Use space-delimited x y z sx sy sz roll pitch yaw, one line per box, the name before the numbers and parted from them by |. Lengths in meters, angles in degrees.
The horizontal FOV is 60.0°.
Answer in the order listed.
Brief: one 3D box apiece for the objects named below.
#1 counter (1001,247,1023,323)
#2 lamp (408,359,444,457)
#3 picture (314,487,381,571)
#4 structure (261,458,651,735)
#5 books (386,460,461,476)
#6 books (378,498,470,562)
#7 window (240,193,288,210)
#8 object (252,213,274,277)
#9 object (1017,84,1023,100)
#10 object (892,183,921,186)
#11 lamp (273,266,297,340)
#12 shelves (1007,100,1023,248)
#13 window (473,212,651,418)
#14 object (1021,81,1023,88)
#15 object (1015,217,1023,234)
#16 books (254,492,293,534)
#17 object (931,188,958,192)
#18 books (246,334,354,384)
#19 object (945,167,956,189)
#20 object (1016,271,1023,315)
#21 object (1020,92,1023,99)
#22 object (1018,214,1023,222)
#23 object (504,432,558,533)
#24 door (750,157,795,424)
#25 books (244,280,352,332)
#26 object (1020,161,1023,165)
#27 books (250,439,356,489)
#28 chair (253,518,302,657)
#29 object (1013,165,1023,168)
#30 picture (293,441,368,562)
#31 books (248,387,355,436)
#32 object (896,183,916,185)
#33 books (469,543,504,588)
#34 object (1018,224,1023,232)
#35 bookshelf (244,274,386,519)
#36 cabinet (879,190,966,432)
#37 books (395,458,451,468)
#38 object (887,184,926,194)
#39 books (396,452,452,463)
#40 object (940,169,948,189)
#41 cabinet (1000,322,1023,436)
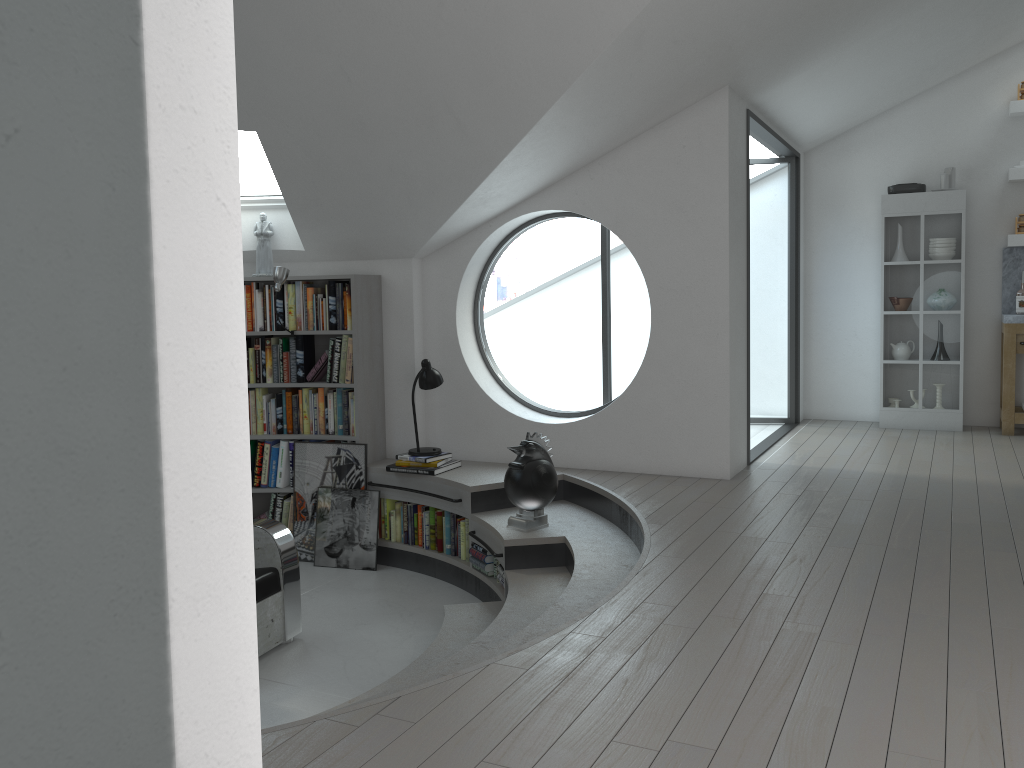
counter | 7.069 -0.752 5.999 6.576 0.618 0.963 2 6 27
lamp | -0.595 0.156 6.156 0.233 0.659 0.323 2 5 42
picture | -1.162 1.017 6.234 0.489 0.554 0.107 0 4 17
structure | -1.602 1.109 4.558 4.711 0.692 4.718 -3 6 -18
books | -0.609 0.570 6.153 0.388 0.042 0.366 2 6 27
books | -0.568 0.967 6.101 1.148 0.297 0.272 4 6 41
window | -2.884 -1.455 5.013 1.932 0.712 4.063 2 6 27
object | -1.813 -1.015 6.477 0.179 0.472 0.179 2 5 36
object | 4.247 -2.371 7.206 0.237 0.146 0.120 1 5 27
object | 3.379 -1.638 7.586 0.238 0.119 0.238 1 6 27
lamp | -1.583 -0.566 6.269 0.112 0.524 0.276 0 4 17
shelves | 6.699 -1.585 6.373 5.550 1.359 0.481 1 4 21
window | 0.388 -0.494 6.368 1.471 1.467 0.104 1 4 27
object | 4.185 -2.435 7.234 0.058 0.075 0.059 -5 6 -40
object | 4.267 -1.301 7.276 0.237 0.146 0.120 1 5 27
books | -2.252 0.956 6.530 1.497 0.310 0.360 -2 5 -11
object | 3.658 -1.617 7.452 0.295 0.025 0.151 -5 7 -39
books | -1.545 -0.188 6.511 1.052 0.357 0.280 0 5 12
object | 3.698 -1.718 7.477 0.072 0.210 0.071 -4 5 -40
object | 4.156 -0.739 7.196 0.085 0.359 0.088 -4 5 -42
object | 4.186 -2.349 7.240 0.058 0.075 0.059 -5 6 -40
object | 4.205 -1.365 7.304 0.058 0.075 0.059 -5 6 -40
object | 0.112 0.560 5.214 0.320 0.561 0.320 -1 4 0
door | 1.989 -0.820 7.961 1.051 2.342 0.080 0 4 12
books | -1.563 -0.571 6.489 1.014 0.361 0.293 0 4 9
object | 4.194 -1.796 7.265 0.058 0.061 0.057 1 5 26
books | -1.594 0.576 6.564 1.184 0.358 0.304 0 4 8
chair | -1.666 1.094 4.667 0.741 0.718 0.825 1 5 21
object | 4.260 -1.772 7.231 0.295 0.025 0.113 2 6 27
picture | -1.305 0.849 6.343 0.578 0.861 0.090 0 4 17
books | -1.531 0.195 6.541 1.020 0.347 0.276 0 5 12
object | 3.378 -1.647 7.586 0.170 0.119 0.170 1 5 27
books | -0.039 1.098 5.319 0.240 0.167 0.666 -3 6 -22
object | 4.207 -1.279 7.309 0.058 0.075 0.059 -5 6 -40
bookshelf | -2.848 0.310 5.127 2.109 1.876 4.342 1 6 27
cabinet | 3.515 -0.621 7.595 0.642 1.986 0.361 1 4 26
books | -0.610 0.534 6.151 0.304 0.034 0.287 1 6 17
object | 3.379 -1.628 7.587 0.299 0.119 0.299 2 6 27
books | -0.611 0.501 6.149 0.286 0.031 0.270 3 7 37
object | 3.614 -1.702 7.411 0.054 0.196 0.054 -4 5 -38
cabinet | 7.009 0.065 6.065 6.429 1.020 1.006 2 5 27
